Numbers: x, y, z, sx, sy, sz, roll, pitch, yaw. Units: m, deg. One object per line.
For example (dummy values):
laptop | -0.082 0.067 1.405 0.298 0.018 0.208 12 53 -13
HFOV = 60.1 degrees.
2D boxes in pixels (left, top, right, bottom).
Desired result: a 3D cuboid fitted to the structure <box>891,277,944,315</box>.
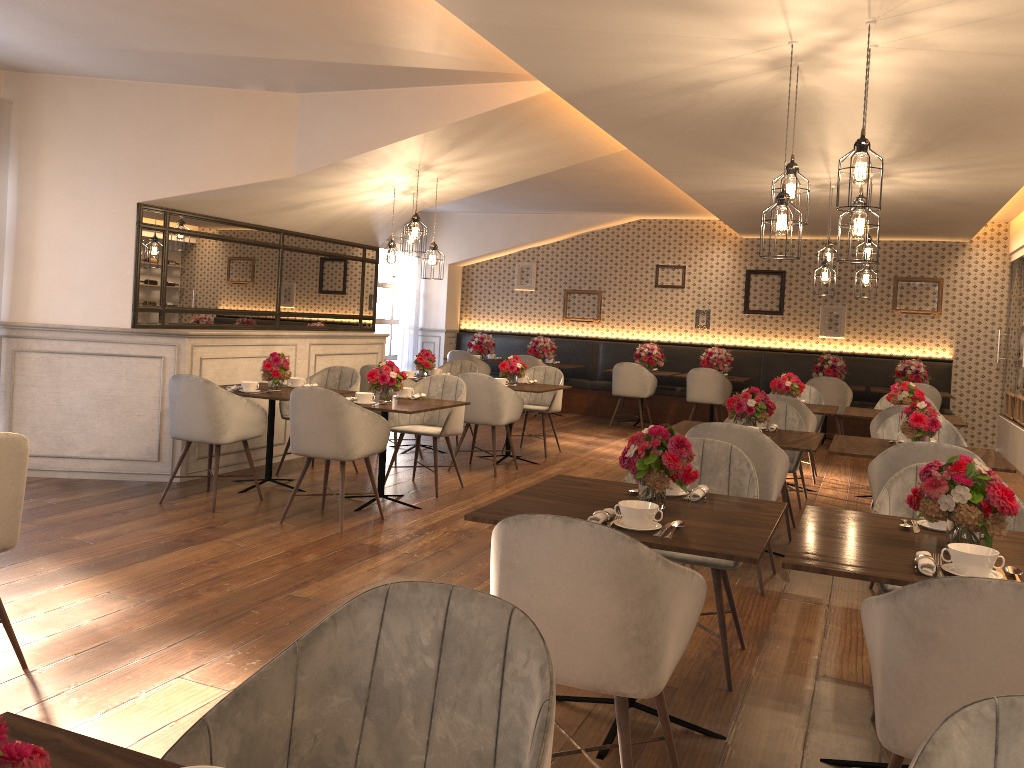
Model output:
structure | 5.329 -1.159 11.639 0.602 0.485 0.032 4 1 22

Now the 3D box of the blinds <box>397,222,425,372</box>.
blinds | -1.566 -1.104 13.572 0.134 2.696 0.618 4 1 22

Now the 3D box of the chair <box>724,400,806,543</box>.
chair | 1.694 0.559 6.000 0.565 0.871 0.526 4 2 22

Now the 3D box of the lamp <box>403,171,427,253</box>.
lamp | -0.721 -2.080 7.020 0.175 2.069 0.175 4 1 24

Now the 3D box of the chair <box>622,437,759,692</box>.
chair | 0.717 0.681 3.614 0.565 0.871 0.526 4 2 22

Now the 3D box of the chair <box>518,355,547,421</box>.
chair | 0.244 0.037 11.995 0.565 0.871 0.526 4 2 22

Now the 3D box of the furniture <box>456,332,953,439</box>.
furniture | 2.299 0.003 12.568 7.098 1.081 0.541 5 2 22

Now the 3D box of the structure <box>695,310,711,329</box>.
structure | 2.738 -0.926 12.707 0.216 0.277 0.018 4 1 22

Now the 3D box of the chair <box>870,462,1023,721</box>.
chair | 1.603 0.757 3.251 0.565 0.871 0.526 4 2 22

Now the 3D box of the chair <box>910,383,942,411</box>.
chair | 4.633 0.410 10.197 0.565 0.871 0.526 4 2 22

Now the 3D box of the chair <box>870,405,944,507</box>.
chair | 3.001 0.578 6.706 0.565 0.871 0.526 4 2 22

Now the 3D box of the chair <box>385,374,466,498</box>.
chair | -0.644 0.372 6.799 0.565 0.871 0.526 4 2 22

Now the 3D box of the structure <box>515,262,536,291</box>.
structure | 0.207 -1.671 13.739 0.340 0.439 0.034 4 1 22

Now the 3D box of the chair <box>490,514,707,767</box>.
chair | 0.200 0.743 2.390 0.565 0.871 0.526 4 2 22

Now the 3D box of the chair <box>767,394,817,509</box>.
chair | 2.115 0.503 7.070 0.565 0.871 0.526 4 2 22

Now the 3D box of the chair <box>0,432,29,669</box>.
chair | -1.993 0.576 3.027 0.527 0.871 0.565 4 2 22

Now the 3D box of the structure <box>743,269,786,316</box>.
structure | 3.533 -1.280 12.383 0.545 0.632 0.035 4 1 22

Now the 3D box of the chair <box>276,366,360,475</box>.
chair | -1.530 0.296 7.162 0.565 0.871 0.526 4 2 22

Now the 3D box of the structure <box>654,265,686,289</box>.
structure | 2.305 -1.561 12.891 0.449 0.344 0.015 4 1 22

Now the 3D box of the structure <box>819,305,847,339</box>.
structure | 4.360 -0.845 12.034 0.340 0.439 0.034 4 1 22

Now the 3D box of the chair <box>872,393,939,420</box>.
chair | 3.519 0.517 7.930 0.565 0.871 0.526 4 2 22

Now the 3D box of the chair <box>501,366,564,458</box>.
chair | 0.236 0.261 8.950 0.565 0.871 0.526 4 2 22

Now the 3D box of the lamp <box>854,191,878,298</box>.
lamp | 3.056 -1.764 7.504 0.175 2.069 0.175 4 1 24

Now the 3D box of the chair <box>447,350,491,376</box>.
chair | -0.642 -0.038 12.358 0.565 0.871 0.526 4 2 22

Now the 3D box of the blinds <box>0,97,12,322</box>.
blinds | -3.914 -0.654 5.717 0.134 2.696 1.380 4 2 22

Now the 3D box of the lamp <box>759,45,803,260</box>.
lamp | 1.271 -1.604 4.000 0.175 2.069 0.175 4 1 24

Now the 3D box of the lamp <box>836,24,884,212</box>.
lamp | 1.505 -1.762 3.687 0.175 2.069 0.175 4 1 24

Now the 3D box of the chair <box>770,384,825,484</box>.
chair | 2.632 0.441 8.293 0.565 0.871 0.526 4 2 22

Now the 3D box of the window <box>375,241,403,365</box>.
window | -3.835 -0.576 6.967 0.495 2.385 14.536 3 4 18

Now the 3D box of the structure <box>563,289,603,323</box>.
structure | 1.062 -1.180 13.386 0.602 0.485 0.032 4 1 22

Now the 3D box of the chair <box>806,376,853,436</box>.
chair | 3.747 0.335 10.560 0.565 0.871 0.526 4 2 22

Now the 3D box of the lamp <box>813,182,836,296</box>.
lamp | 2.708 -1.784 7.510 0.175 2.069 0.175 4 1 24

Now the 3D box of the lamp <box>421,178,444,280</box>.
lamp | -0.607 -1.903 7.327 0.175 2.069 0.175 4 1 24

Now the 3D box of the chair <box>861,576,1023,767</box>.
chair | 1.086 0.819 2.027 0.565 0.871 0.526 4 2 22

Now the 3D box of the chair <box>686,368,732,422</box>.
chair | 2.439 0.224 11.096 0.565 0.871 0.526 4 2 22

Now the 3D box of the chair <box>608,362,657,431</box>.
chair | 1.553 0.148 11.459 0.565 0.871 0.526 4 2 22

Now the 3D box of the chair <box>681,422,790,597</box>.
chair | 1.176 0.621 4.777 0.565 0.871 0.526 4 2 22

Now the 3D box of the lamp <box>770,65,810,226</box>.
lamp | 1.406 -1.813 4.301 0.175 2.069 0.175 4 1 24

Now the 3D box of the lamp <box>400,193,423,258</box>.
lamp | -0.820 -2.131 7.634 0.175 2.069 0.175 4 1 24

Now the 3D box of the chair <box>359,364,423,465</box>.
chair | -1.124 0.252 8.072 0.565 0.871 0.526 4 2 22

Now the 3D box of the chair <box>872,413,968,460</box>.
chair | 2.580 0.634 5.637 0.565 0.871 0.526 4 2 22

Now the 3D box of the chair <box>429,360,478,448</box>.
chair | -0.650 0.186 9.313 0.565 0.871 0.526 4 2 22

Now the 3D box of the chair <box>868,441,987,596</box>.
chair | 2.063 0.696 4.413 0.565 0.871 0.526 4 2 22

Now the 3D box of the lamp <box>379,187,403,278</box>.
lamp | -0.955 -1.922 7.333 0.175 2.069 0.175 4 1 24

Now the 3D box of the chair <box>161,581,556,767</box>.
chair | -0.222 0.799 1.321 0.565 0.871 0.526 4 2 22

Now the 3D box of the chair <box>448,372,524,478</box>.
chair | -0.238 0.327 7.708 0.565 0.871 0.526 4 2 22

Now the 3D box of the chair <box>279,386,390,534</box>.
chair | -1.118 0.437 5.558 0.565 0.871 0.526 4 2 22

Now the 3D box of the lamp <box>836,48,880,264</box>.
lamp | 1.619 -1.584 3.994 0.175 2.069 0.175 4 1 24

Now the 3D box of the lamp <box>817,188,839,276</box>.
lamp | 2.843 -1.993 7.811 0.175 2.069 0.175 4 1 24

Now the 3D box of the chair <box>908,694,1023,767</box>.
chair | 0.665 0.874 0.958 0.565 0.871 0.526 4 2 22

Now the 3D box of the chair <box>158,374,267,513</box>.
chair | -2.004 0.362 5.921 0.565 0.871 0.526 4 2 22
